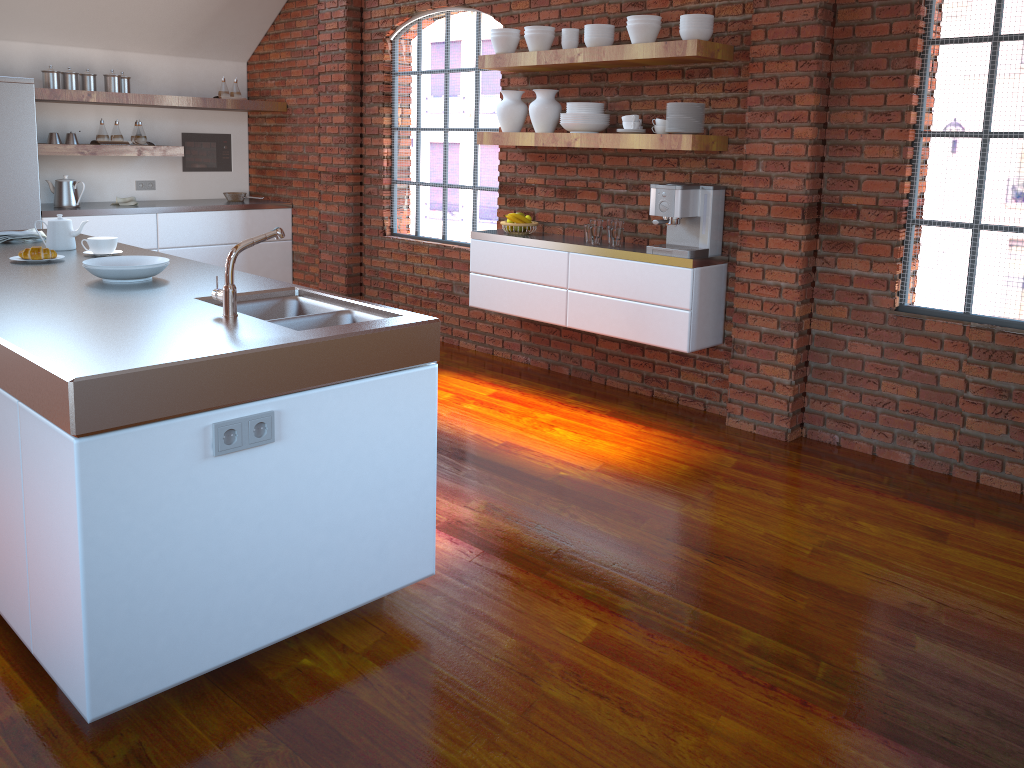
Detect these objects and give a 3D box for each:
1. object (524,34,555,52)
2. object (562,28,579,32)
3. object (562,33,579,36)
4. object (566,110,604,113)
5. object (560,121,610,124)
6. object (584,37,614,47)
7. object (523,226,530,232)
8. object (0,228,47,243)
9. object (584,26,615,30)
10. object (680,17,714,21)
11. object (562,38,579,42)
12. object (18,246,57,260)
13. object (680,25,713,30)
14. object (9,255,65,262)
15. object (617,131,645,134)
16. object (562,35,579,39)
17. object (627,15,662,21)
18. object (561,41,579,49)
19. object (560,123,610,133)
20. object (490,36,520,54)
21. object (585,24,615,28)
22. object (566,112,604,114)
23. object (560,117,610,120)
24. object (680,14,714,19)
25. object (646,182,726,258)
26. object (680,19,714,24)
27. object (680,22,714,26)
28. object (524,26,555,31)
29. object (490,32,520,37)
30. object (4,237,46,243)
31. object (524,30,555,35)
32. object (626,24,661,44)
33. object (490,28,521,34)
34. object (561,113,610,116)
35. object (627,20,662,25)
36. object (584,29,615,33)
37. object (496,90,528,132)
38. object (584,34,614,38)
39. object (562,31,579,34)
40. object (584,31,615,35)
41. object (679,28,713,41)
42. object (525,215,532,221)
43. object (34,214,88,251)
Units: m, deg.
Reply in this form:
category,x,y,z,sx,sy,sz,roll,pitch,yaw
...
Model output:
category,x,y,z,sx,sy,sz,roll,pitch,yaw
object,0.158,-1.964,5.096,0.180,0.102,0.185,-1,14,-9
object,0.331,-1.980,4.989,0.099,0.060,0.101,0,14,-6
object,0.330,-1.955,4.993,0.099,0.060,0.101,0,14,-6
object,0.410,-1.505,4.939,0.216,0.054,0.217,12,18,34
object,0.409,-1.447,4.948,0.283,0.054,0.287,9,17,26
object,0.477,-1.864,4.833,0.167,0.060,0.168,13,18,37
object,0.075,-0.976,5.444,0.070,0.068,0.069,-7,15,-36
object,-2.328,-0.694,4.125,0.167,0.049,0.235,15,20,42
object,0.479,-1.918,4.825,0.167,0.060,0.168,13,18,37
object,0.919,-1.785,4.380,0.165,0.060,0.169,0,15,-6
object,0.330,-1.929,4.997,0.099,0.060,0.101,0,14,-6
object,-1.891,-0.523,3.508,0.138,0.050,0.063,-6,15,-26
object,0.918,-1.747,4.386,0.165,0.060,0.169,0,15,-6
object,-1.887,-0.497,3.500,0.195,0.013,0.199,-5,17,-24
object,0.634,-1.337,4.686,0.154,0.012,0.157,3,15,5
object,0.330,-1.942,4.995,0.099,0.060,0.101,0,14,-6
object,0.686,-1.855,4.579,0.180,0.102,0.185,5,14,14
object,0.329,-1.913,4.999,0.099,0.060,0.101,0,14,-6
object,0.409,-1.436,4.949,0.283,0.054,0.287,9,17,26
object,-0.041,-2.009,5.240,0.180,0.102,0.185,-1,14,-9
object,0.479,-1.931,4.823,0.167,0.060,0.168,13,18,37
object,0.410,-1.495,4.941,0.216,0.054,0.217,12,18,34
object,0.409,-1.468,4.945,0.283,0.054,0.287,9,17,26
object,0.919,-1.798,4.378,0.165,0.060,0.169,0,15,-6
object,0.885,-0.856,4.553,0.274,0.363,0.383,12,16,43
object,0.918,-1.774,4.382,0.165,0.060,0.169,0,15,-6
object,0.918,-1.760,4.384,0.165,0.060,0.169,0,15,-6
object,0.159,-2.007,5.090,0.180,0.102,0.185,-1,14,-9
object,-0.041,-2.030,5.237,0.180,0.102,0.185,-1,14,-9
object,-2.344,-0.688,4.159,0.232,0.026,0.168,4,15,9
object,0.159,-1.985,5.093,0.180,0.102,0.185,-1,14,-9
object,0.685,-1.812,4.586,0.180,0.102,0.185,5,14,14
object,-0.040,-2.052,5.234,0.180,0.102,0.185,-1,14,-9
object,0.410,-1.487,4.942,0.283,0.054,0.287,9,17,26
object,0.685,-1.832,4.583,0.180,0.102,0.185,5,14,14
object,0.479,-1.906,4.826,0.167,0.060,0.168,13,18,37
object,-0.001,-1.653,5.351,0.192,0.245,0.196,0,11,-6
object,0.478,-1.880,4.830,0.167,0.060,0.168,13,18,37
object,0.331,-1.967,4.991,0.099,0.060,0.101,0,14,-6
object,0.478,-1.893,4.828,0.167,0.060,0.168,13,18,37
object,0.917,-1.731,4.388,0.165,0.060,0.169,0,15,-6
object,0.099,-1.015,5.412,0.047,0.045,0.056,1,13,-4
object,-1.969,-0.665,3.850,0.199,0.152,0.120,-9,15,-39
